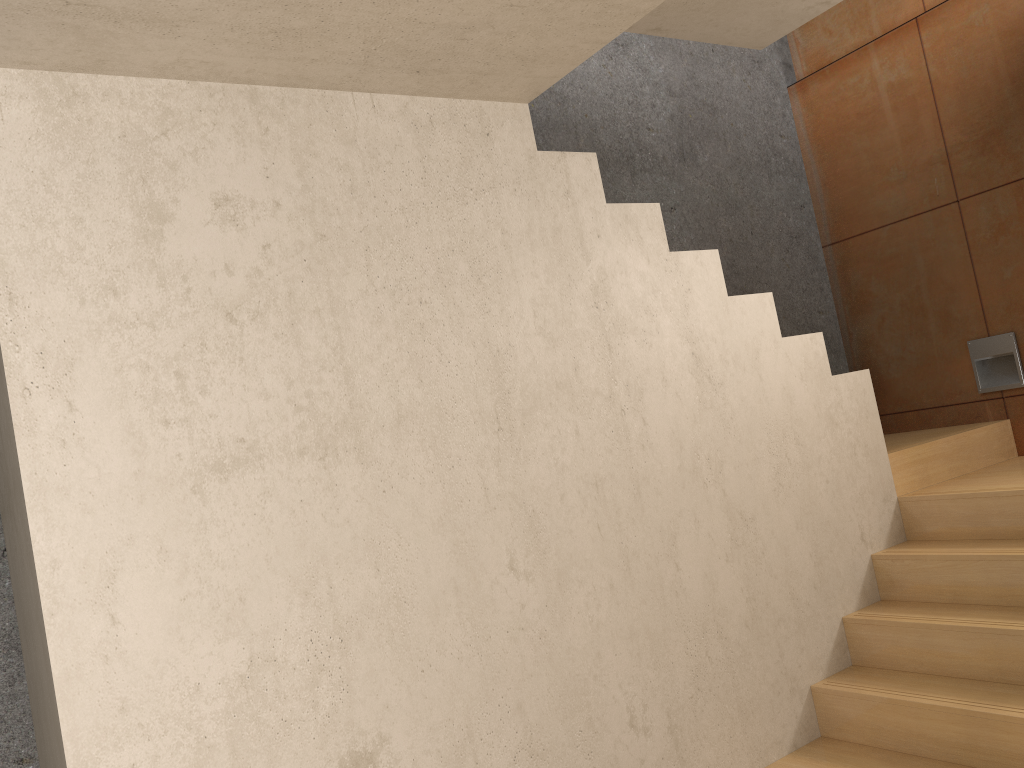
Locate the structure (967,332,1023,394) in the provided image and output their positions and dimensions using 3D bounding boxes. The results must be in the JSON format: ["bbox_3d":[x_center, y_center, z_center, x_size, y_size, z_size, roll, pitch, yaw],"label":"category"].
[{"bbox_3d":[2.341,-0.103,4.252,0.096,0.260,0.220,-9,-4,-34],"label":"structure"}]

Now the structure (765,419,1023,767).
[{"bbox_3d":[1.586,0.830,3.366,2.400,1.110,1.950,-9,-4,-34],"label":"structure"}]
